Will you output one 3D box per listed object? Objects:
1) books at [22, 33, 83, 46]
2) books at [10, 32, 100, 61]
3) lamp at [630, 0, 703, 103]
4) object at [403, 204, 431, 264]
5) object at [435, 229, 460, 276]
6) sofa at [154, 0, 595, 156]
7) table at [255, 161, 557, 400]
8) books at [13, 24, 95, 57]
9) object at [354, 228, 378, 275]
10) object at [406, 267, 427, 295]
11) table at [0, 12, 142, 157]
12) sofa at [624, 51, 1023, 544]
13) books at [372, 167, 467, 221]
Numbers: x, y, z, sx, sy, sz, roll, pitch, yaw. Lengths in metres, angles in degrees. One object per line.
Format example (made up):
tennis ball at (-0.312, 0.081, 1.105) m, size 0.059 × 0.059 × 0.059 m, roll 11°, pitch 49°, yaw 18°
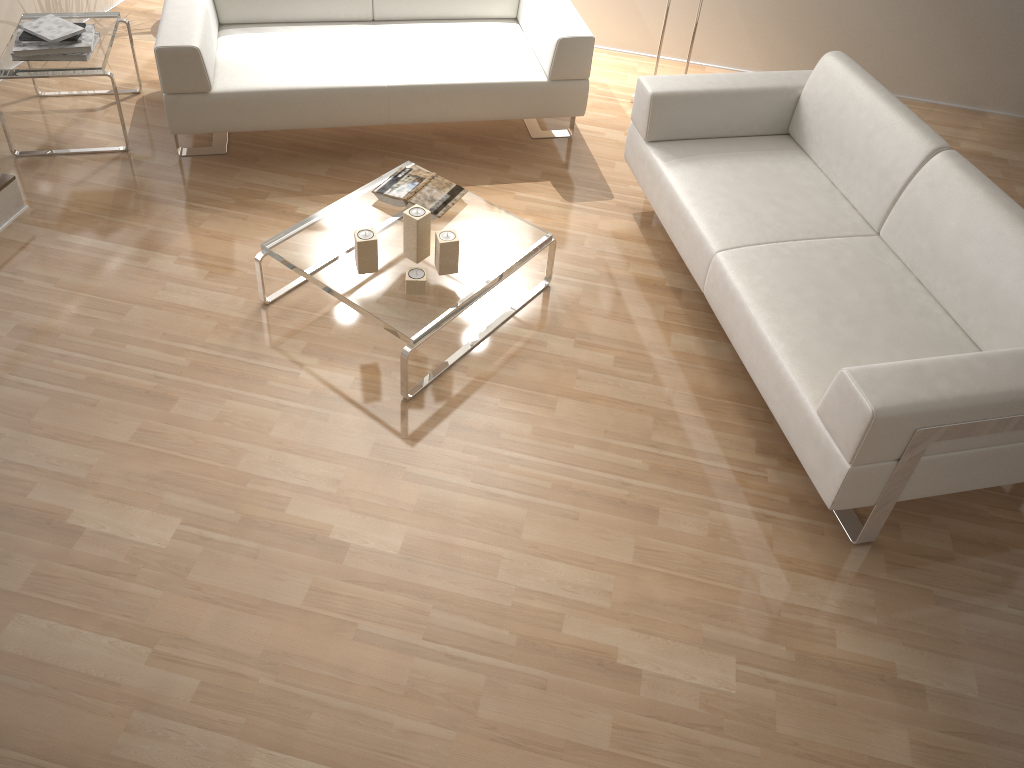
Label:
books at (-1.879, -1.432, 3.592) m, size 0.218 × 0.013 × 0.163 m, roll -10°, pitch 45°, yaw -16°
books at (-1.882, -1.399, 3.621) m, size 0.287 × 0.025 × 0.245 m, roll -3°, pitch 43°, yaw -8°
lamp at (0.839, -2.005, 3.975) m, size 0.374 × 1.540 × 0.220 m, roll 27°, pitch 45°, yaw 22°
object at (-0.316, -0.503, 2.908) m, size 0.069 × 0.181 × 0.070 m, roll 30°, pitch 47°, yaw 24°
object at (-0.214, -0.438, 2.880) m, size 0.067 × 0.139 × 0.072 m, roll -9°, pitch 44°, yaw -16°
sofa at (-0.614, -1.558, 3.978) m, size 1.786 × 0.684 × 0.977 m, roll -6°, pitch 44°, yaw -12°
table at (-0.361, -0.417, 3.115) m, size 0.722 × 0.231 × 0.834 m, roll 30°, pitch 48°, yaw 24°
books at (-1.880, -1.418, 3.605) m, size 0.289 × 0.025 × 0.244 m, roll -10°, pitch 45°, yaw -16°
object at (-0.475, -0.438, 2.853) m, size 0.067 × 0.139 × 0.072 m, roll -9°, pitch 44°, yaw -16°
object at (-0.307, -0.336, 2.813) m, size 0.067 × 0.068 × 0.072 m, roll 2°, pitch 42°, yaw -5°
table at (-1.922, -1.320, 3.823) m, size 0.465 × 0.370 × 0.593 m, roll -5°, pitch 44°, yaw -12°
sofa at (1.102, -0.480, 2.995) m, size 0.908 × 0.684 × 1.921 m, roll -5°, pitch 44°, yaw -12°
books at (-0.337, -0.706, 3.218) m, size 0.297 × 0.052 × 0.216 m, roll 23°, pitch 46°, yaw 18°
